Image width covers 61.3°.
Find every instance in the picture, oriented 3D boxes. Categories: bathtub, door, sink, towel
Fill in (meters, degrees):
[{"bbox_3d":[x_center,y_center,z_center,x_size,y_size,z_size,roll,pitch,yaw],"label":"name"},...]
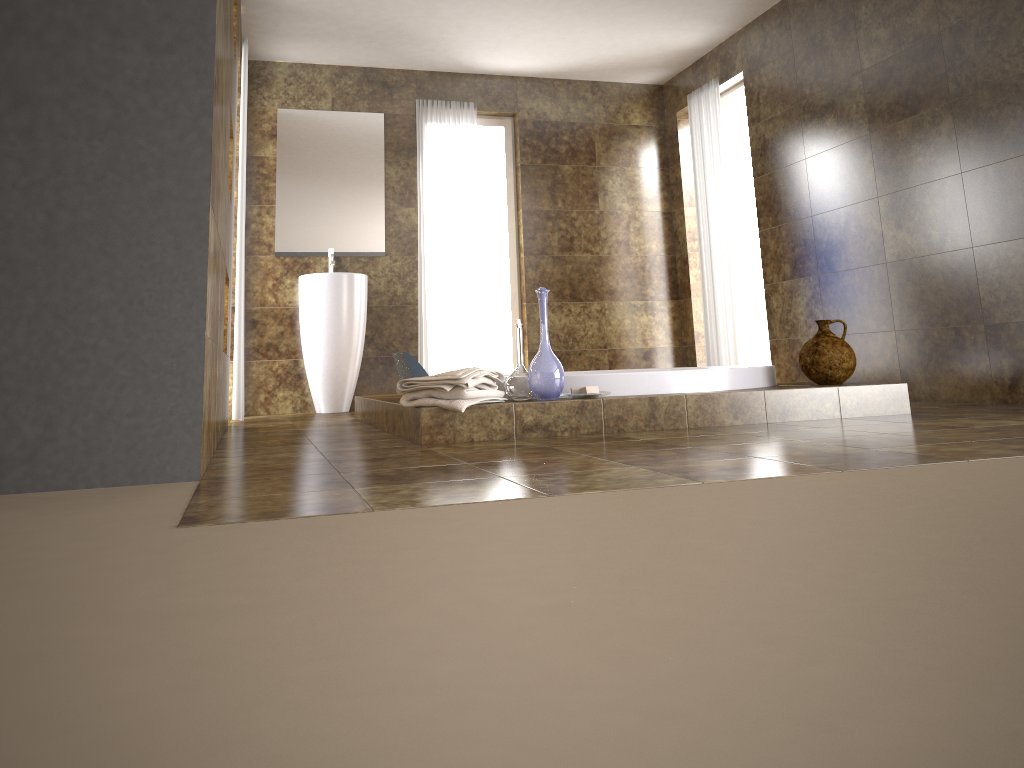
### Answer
[{"bbox_3d":[0.367,0.087,4.153,1.743,0.538,1.718,-2,0,14],"label":"bathtub"},{"bbox_3d":[1.997,-1.061,6.600,0.956,2.292,0.038,-5,-12,16],"label":"door"},{"bbox_3d":[-1.202,-0.384,5.811,0.459,1.169,0.421,0,-10,-14],"label":"sink"},{"bbox_3d":[-0.219,0.019,3.116,0.336,0.154,0.316,-3,-2,28],"label":"towel"}]

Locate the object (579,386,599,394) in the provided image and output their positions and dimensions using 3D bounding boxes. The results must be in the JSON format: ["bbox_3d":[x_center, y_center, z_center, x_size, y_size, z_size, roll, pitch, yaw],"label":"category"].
[{"bbox_3d":[0.282,0.025,3.152,0.053,0.035,0.071,-1,-2,-16],"label":"object"}]

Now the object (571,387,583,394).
[{"bbox_3d":[0.269,0.027,3.220,0.100,0.033,0.060,-2,-2,-2],"label":"object"}]

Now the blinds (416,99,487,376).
[{"bbox_3d":[-0.453,-1.018,6.356,0.518,2.331,0.065,1,-12,-16],"label":"blinds"}]

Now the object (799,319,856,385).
[{"bbox_3d":[1.338,-0.137,3.677,0.227,0.283,0.225,4,-9,-44],"label":"object"}]

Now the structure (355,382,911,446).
[{"bbox_3d":[0.368,0.095,4.153,2.005,0.127,1.959,-3,1,-17],"label":"structure"}]

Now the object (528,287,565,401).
[{"bbox_3d":[0.121,-0.152,3.200,0.136,0.432,0.131,-1,-10,-9],"label":"object"}]

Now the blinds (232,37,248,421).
[{"bbox_3d":[-1.630,-0.944,5.239,0.068,2.343,0.579,1,-11,-17],"label":"blinds"}]

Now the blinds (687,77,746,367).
[{"bbox_3d":[1.457,-1.085,6.260,0.069,2.343,0.467,1,-11,-17],"label":"blinds"}]

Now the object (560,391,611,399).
[{"bbox_3d":[0.270,0.043,3.205,0.190,0.019,0.186,-3,1,-28],"label":"object"}]

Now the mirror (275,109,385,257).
[{"bbox_3d":[-1.305,-1.454,6.237,0.768,1.123,0.008,0,-12,-16],"label":"mirror"}]

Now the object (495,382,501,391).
[{"bbox_3d":[-0.128,0.027,3.352,0.169,0.077,0.166,-1,-1,-35],"label":"object"}]

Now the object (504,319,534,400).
[{"bbox_3d":[0.031,-0.095,3.301,0.130,0.317,0.125,-1,-10,-9],"label":"object"}]
